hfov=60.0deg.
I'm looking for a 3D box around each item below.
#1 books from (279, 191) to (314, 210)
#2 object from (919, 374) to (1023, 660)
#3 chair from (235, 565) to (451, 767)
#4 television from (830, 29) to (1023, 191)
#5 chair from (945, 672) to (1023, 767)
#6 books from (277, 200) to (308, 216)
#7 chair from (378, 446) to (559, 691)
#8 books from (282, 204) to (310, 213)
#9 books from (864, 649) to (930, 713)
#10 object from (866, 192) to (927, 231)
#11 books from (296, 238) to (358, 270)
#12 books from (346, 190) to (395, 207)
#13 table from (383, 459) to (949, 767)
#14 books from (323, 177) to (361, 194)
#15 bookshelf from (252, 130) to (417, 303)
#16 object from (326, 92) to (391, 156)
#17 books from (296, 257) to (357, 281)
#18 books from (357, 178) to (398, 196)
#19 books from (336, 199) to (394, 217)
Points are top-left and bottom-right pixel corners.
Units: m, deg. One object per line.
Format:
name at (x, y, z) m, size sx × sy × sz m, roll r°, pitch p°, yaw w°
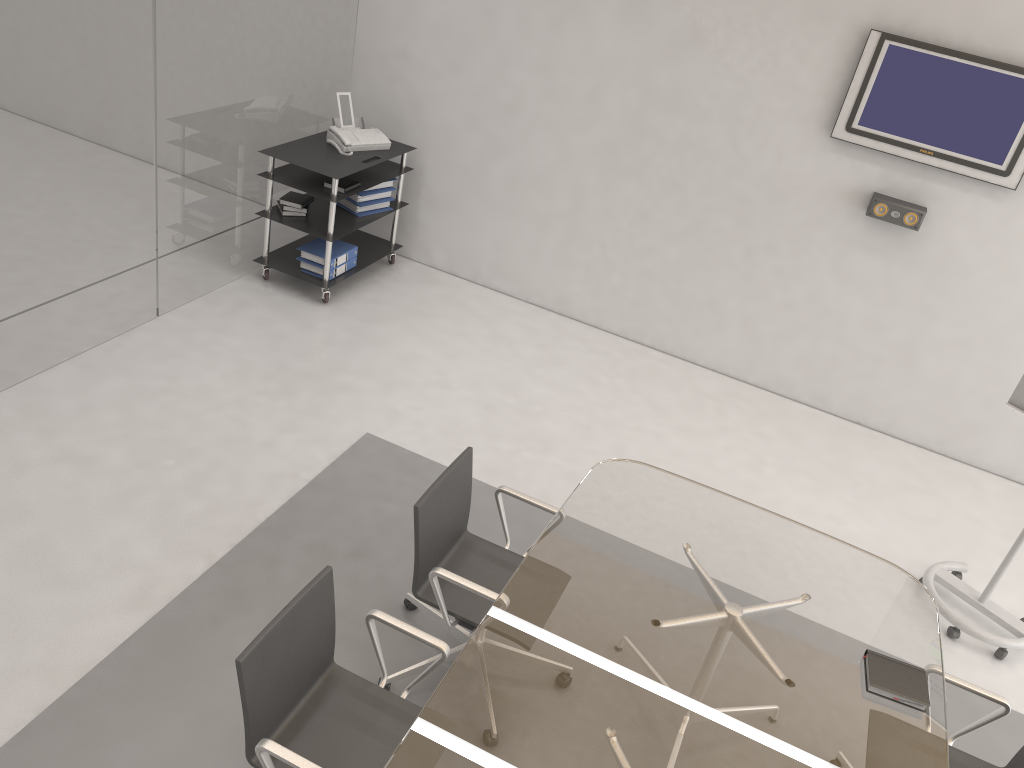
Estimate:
books at (-1.372, -1.170, 5.646) m, size 0.164 × 0.032 × 0.183 m, roll 16°, pitch 30°, yaw 5°
object at (2.426, 0.241, 3.748) m, size 0.553 × 2.088 × 0.560 m, roll 14°, pitch 30°, yaw 2°
chair at (-0.428, 1.056, 2.564) m, size 0.710 × 0.805 × 0.731 m, roll 13°, pitch 30°, yaw 0°
television at (2.328, -1.480, 4.784) m, size 1.013 × 0.590 × 0.049 m, roll 22°, pitch 31°, yaw 14°
chair at (1.327, 1.301, 2.828) m, size 0.710 × 0.805 × 0.731 m, roll 13°, pitch 30°, yaw 0°
books at (-1.411, -1.127, 5.687) m, size 0.164 × 0.032 × 0.183 m, roll -3°, pitch 34°, yaw -25°
chair at (-0.046, 0.753, 3.218) m, size 0.710 × 0.805 × 0.731 m, roll 13°, pitch 30°, yaw 0°
books at (-1.379, -1.148, 5.670) m, size 0.164 × 0.032 × 0.183 m, roll 5°, pitch 31°, yaw -13°
books at (1.190, 0.915, 2.748) m, size 0.183 × 0.032 × 0.164 m, roll 18°, pitch 31°, yaw 9°
object at (2.191, -0.981, 5.058) m, size 0.298 × 0.117 × 0.123 m, roll 22°, pitch 31°, yaw 14°
books at (-1.203, -0.857, 5.775) m, size 0.263 × 0.077 × 0.320 m, roll 22°, pitch 31°, yaw 14°
books at (-0.984, -1.297, 5.950) m, size 0.262 × 0.077 × 0.320 m, roll 30°, pitch 34°, yaw 27°
table at (0.312, 1.401, 2.347) m, size 1.372 × 0.721 × 3.054 m, roll 22°, pitch 31°, yaw 14°
books at (-1.059, -1.241, 5.513) m, size 0.164 × 0.032 × 0.183 m, roll 21°, pitch 31°, yaw 13°
bookshelf at (-1.170, -1.140, 5.895) m, size 0.567 × 0.855 × 0.985 m, roll 22°, pitch 31°, yaw 14°
object at (-1.014, -1.690, 5.749) m, size 0.405 × 0.280 × 0.399 m, roll -16°, pitch 41°, yaw -40°
books at (-1.216, -0.795, 5.811) m, size 0.263 × 0.077 × 0.320 m, roll 22°, pitch 31°, yaw 14°
books at (-0.968, -1.357, 5.912) m, size 0.262 × 0.077 × 0.320 m, roll 30°, pitch 34°, yaw 27°
books at (-0.999, -1.236, 5.987) m, size 0.262 × 0.077 × 0.320 m, roll 30°, pitch 34°, yaw 27°
